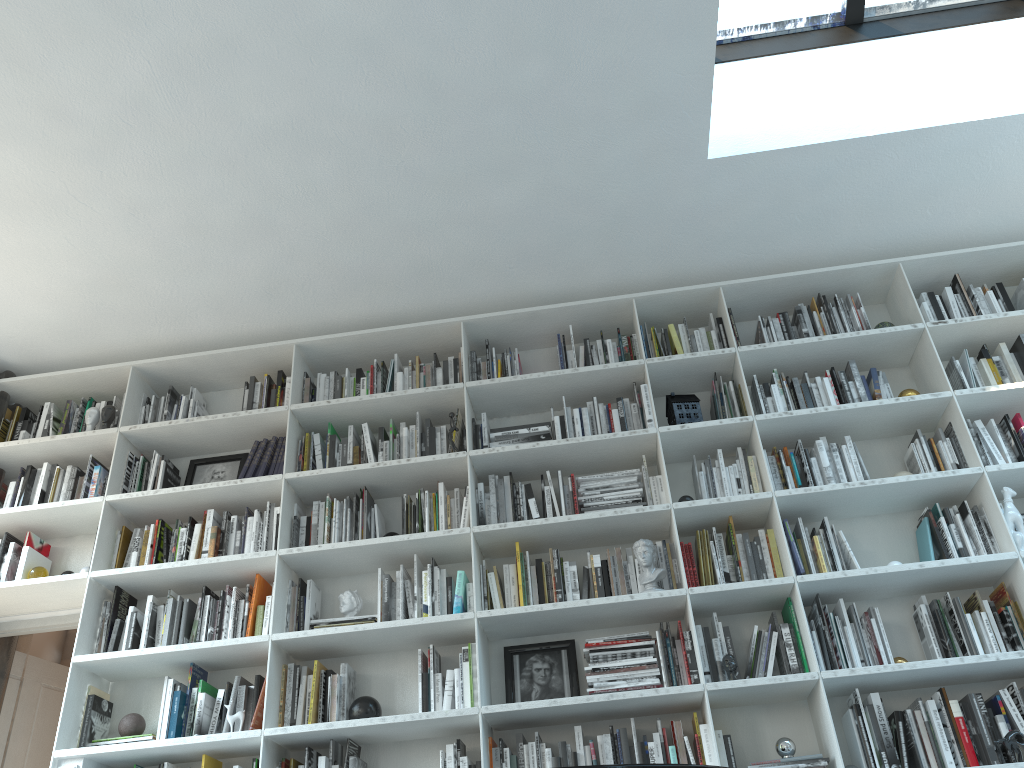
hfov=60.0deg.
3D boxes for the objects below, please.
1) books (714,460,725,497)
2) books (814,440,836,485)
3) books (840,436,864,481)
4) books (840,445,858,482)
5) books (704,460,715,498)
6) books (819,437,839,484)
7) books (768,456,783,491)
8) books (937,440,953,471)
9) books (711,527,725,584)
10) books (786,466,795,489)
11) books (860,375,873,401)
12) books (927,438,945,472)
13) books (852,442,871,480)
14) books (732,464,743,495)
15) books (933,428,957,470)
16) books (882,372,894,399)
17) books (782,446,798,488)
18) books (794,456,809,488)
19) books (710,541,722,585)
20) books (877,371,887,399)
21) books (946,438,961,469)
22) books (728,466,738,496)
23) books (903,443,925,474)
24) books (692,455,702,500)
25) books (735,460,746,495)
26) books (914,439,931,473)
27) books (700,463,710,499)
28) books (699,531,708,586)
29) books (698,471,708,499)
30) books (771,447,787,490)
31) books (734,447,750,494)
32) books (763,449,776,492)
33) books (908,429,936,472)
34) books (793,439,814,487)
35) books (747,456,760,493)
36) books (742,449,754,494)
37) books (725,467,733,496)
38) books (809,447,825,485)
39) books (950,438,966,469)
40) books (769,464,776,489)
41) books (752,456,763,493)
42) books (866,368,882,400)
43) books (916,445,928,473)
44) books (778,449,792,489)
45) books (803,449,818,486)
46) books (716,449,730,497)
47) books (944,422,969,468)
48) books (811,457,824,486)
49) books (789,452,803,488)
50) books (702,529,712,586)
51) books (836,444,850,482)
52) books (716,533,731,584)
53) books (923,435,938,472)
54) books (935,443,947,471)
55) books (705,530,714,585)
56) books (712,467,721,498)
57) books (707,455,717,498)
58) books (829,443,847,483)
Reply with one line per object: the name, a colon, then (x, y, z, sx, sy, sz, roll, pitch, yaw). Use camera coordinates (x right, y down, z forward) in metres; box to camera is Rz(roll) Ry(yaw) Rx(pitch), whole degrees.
books: (0.911, 0.479, 3.890, 0.023, 0.234, 0.179, -7, -33, 4)
books: (1.353, 0.401, 3.851, 0.030, 0.261, 0.183, -7, -33, 4)
books: (1.476, 0.384, 3.849, 0.024, 0.271, 0.170, -7, -33, 4)
books: (1.456, 0.410, 3.849, 0.021, 0.231, 0.184, -7, -33, 4)
books: (0.870, 0.482, 3.901, 0.028, 0.248, 0.165, -7, -33, 4)
books: (1.383, 0.398, 3.879, 0.027, 0.293, 0.160, -7, -33, 4)
books: (1.155, 0.453, 3.887, 0.030, 0.241, 0.139, -7, -33, 4)
books: (1.851, 0.373, 3.815, 0.013, 0.200, 0.174, -7, -33, 4)
books: (0.863, 0.766, 3.706, 0.019, 0.292, 0.164, -7, -33, 4)
books: (1.209, 0.468, 3.859, 0.021, 0.178, 0.137, -7, -33, 4)
books: (1.602, 0.092, 4.032, 0.030, 0.211, 0.157, -7, -33, 4)
books: (1.825, 0.369, 3.829, 0.016, 0.226, 0.161, -7, -33, 4)
books: (1.518, 0.399, 3.860, 0.034, 0.252, 0.161, -7, -33, 4)
books: (0.983, 0.477, 3.872, 0.029, 0.210, 0.158, -7, -33, 4)
books: (1.862, 0.343, 3.820, 0.016, 0.255, 0.177, -7, -33, 4)
books: (1.704, 0.080, 4.041, 0.026, 0.228, 0.141, -7, -33, 4)
books: (1.225, 0.431, 3.900, 0.014, 0.282, 0.136, -7, -33, 4)
books: (1.258, 0.446, 3.864, 0.026, 0.214, 0.162, -7, -33, 4)
books: (0.848, 0.796, 3.692, 0.015, 0.230, 0.181, -7, -33, 4)
books: (1.665, 0.080, 4.026, 0.048, 0.215, 0.183, -7, -33, 4)
books: (1.878, 0.362, 3.804, 0.013, 0.203, 0.174, -7, -33, 4)
books: (0.962, 0.485, 3.869, 0.027, 0.195, 0.186, -7, -33, 4)
books: (1.751, 0.384, 3.837, 0.015, 0.219, 0.140, -7, -33, 4)
books: (0.821, 0.477, 3.919, 0.018, 0.283, 0.160, -7, -33, 4)
books: (1.001, 0.469, 3.883, 0.024, 0.232, 0.150, -7, -33, 4)
books: (1.769, 0.374, 3.834, 0.012, 0.231, 0.155, -7, -33, 4)
books: (0.854, 0.490, 3.904, 0.024, 0.241, 0.160, -7, -33, 4)
books: (0.803, 0.782, 3.720, 0.035, 0.291, 0.146, -7, -33, 4)
books: (0.834, 0.505, 3.873, 0.028, 0.184, 0.182, -7, -33, 4)
books: (1.175, 0.433, 3.892, 0.014, 0.277, 0.154, -7, -33, 4)
books: (1.017, 0.443, 3.899, 0.028, 0.292, 0.155, -7, -33, 4)
books: (1.110, 0.442, 3.873, 0.028, 0.250, 0.191, -7, -33, 4)
books: (1.779, 0.351, 3.832, 0.015, 0.266, 0.165, -7, -33, 4)
books: (1.273, 0.406, 3.864, 0.014, 0.279, 0.178, -7, -33, 4)
books: (1.049, 0.455, 3.864, 0.028, 0.228, 0.177, -7, -33, 4)
books: (1.033, 0.446, 3.892, 0.025, 0.275, 0.174, -7, -33, 4)
books: (0.943, 0.487, 3.867, 0.024, 0.194, 0.174, -7, -33, 4)
books: (1.335, 0.419, 3.871, 0.011, 0.255, 0.132, -7, -33, 4)
books: (1.903, 0.360, 3.806, 0.012, 0.205, 0.170, -7, -33, 4)
books: (1.136, 0.472, 3.883, 0.013, 0.208, 0.141, -7, -33, 4)
books: (1.069, 0.458, 3.878, 0.026, 0.236, 0.174, -7, -33, 4)
books: (1.641, 0.071, 4.025, 0.054, 0.234, 0.172, -7, -33, 4)
books: (1.761, 0.387, 3.828, 0.005, 0.204, 0.154, -7, -33, 4)
books: (1.188, 0.435, 3.869, 0.014, 0.246, 0.177, -7, -33, 4)
books: (1.293, 0.424, 3.856, 0.022, 0.236, 0.165, -7, -33, 4)
books: (0.923, 0.449, 3.881, 0.028, 0.274, 0.188, -7, -33, 4)
books: (1.908, 0.326, 3.820, 0.005, 0.276, 0.183, -7, -33, 4)
books: (1.319, 0.444, 3.850, 0.025, 0.193, 0.172, -7, -33, 4)
books: (1.238, 0.438, 3.869, 0.013, 0.235, 0.158, -7, -33, 4)
books: (0.813, 0.772, 3.706, 0.035, 0.291, 0.146, -7, -33, 4)
books: (1.434, 0.408, 3.871, 0.024, 0.260, 0.134, -7, -33, 4)
books: (0.885, 0.783, 3.719, 0.035, 0.276, 0.140, -7, -33, 4)
books: (1.797, 0.365, 3.834, 0.016, 0.242, 0.152, -7, -33, 4)
books: (1.840, 0.379, 3.826, 0.012, 0.205, 0.138, -7, -33, 4)
books: (0.828, 0.778, 3.718, 0.035, 0.291, 0.146, -7, -33, 4)
books: (0.897, 0.496, 3.887, 0.023, 0.206, 0.172, -7, -33, 4)
books: (0.884, 0.470, 3.908, 0.019, 0.274, 0.146, -7, -33, 4)
books: (1.408, 0.407, 3.851, 0.025, 0.243, 0.184, -7, -33, 4)
